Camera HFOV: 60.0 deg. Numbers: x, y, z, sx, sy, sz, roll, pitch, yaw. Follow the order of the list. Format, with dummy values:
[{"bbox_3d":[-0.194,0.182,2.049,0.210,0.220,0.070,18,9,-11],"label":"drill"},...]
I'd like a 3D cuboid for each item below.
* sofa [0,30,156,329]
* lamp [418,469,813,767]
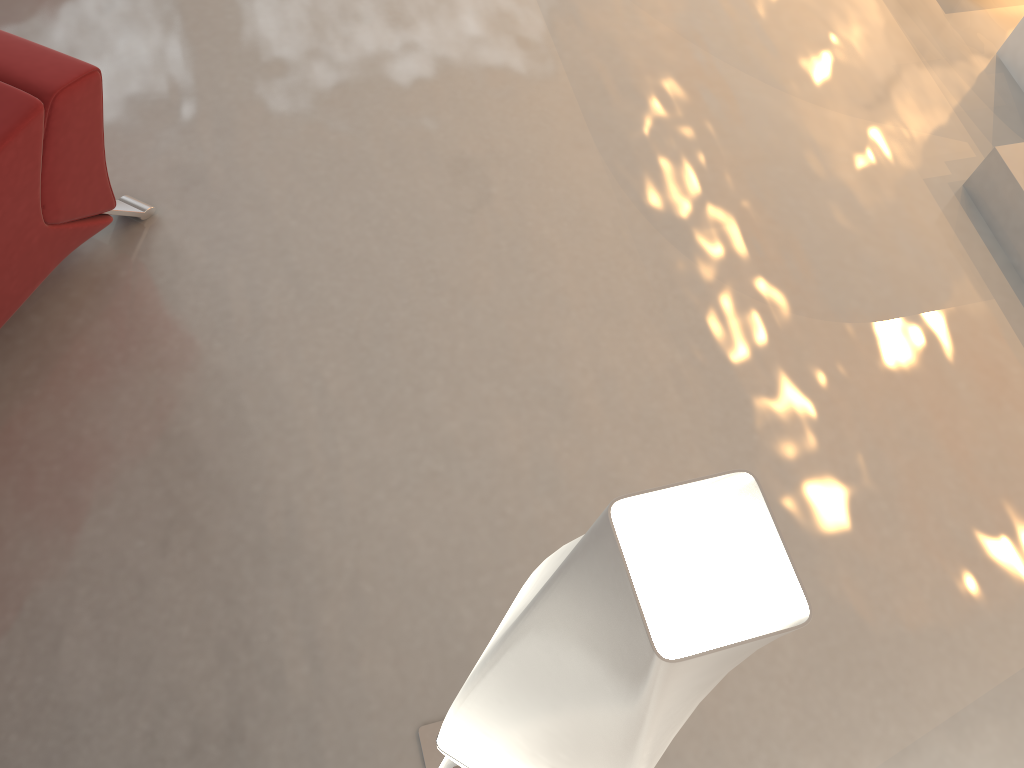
[{"bbox_3d":[-1.822,-0.114,2.064,0.951,0.738,1.929,25,62,6],"label":"sofa"},{"bbox_3d":[0.033,0.526,1.362,0.313,1.779,0.313,-4,63,-9],"label":"lamp"}]
